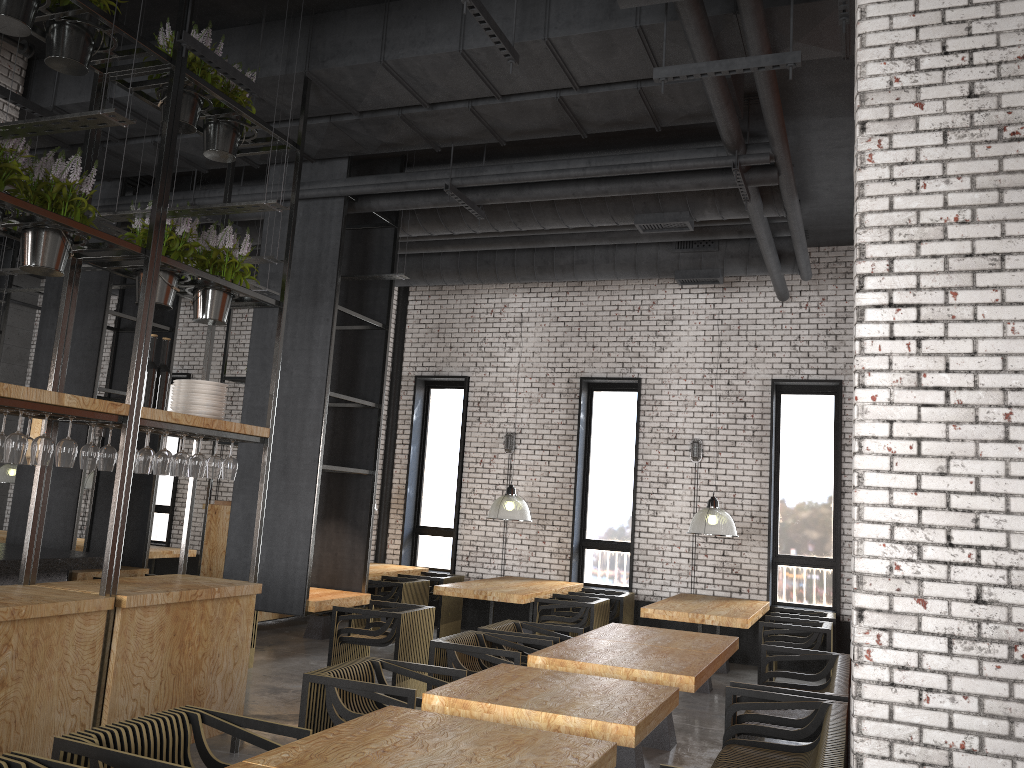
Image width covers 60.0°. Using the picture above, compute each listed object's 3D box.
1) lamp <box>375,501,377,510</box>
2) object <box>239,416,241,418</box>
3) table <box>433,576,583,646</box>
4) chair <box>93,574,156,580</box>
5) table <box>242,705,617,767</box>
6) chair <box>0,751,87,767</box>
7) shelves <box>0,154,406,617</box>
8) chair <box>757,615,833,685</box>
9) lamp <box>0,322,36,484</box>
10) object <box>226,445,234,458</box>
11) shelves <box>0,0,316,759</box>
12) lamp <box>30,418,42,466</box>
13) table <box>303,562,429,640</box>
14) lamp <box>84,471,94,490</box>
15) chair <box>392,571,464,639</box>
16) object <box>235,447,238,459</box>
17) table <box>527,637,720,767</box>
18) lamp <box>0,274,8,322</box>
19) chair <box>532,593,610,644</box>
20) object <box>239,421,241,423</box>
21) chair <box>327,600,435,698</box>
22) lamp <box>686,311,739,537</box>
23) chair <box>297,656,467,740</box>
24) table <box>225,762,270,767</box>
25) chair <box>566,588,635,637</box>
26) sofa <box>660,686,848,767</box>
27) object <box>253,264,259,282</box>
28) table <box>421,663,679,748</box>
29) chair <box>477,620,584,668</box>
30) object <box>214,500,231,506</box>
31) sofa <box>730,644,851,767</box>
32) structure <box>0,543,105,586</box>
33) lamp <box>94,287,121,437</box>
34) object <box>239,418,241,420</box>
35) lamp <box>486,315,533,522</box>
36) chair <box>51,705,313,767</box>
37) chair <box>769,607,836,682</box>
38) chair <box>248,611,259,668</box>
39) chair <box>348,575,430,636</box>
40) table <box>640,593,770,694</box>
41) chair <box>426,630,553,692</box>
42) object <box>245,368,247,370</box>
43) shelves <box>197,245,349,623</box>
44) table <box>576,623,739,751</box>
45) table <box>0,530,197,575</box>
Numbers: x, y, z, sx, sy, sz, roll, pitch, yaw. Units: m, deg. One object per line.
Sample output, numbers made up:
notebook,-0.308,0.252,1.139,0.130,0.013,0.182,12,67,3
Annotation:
lamp,-1.840,0.338,11.053,0.536,2.413,0.536,9,-10,-32
object,-3.032,0.410,10.410,0.334,0.039,0.334,4,-8,-5
table,0.003,2.654,10.011,1.000,0.765,2.110,1,-9,21
chair,-3.515,2.211,8.386,0.638,0.732,0.655,0,-9,23
table,-0.261,1.690,3.111,1.000,0.766,0.993,1,-9,21
chair,-1.506,1.537,2.484,0.638,0.732,0.655,0,-9,22
shelves,-4.173,-0.223,9.119,6.147,4.380,1.000,1,-9,21
chair,2.696,2.634,8.414,0.638,0.732,0.655,1,-9,21
lamp,-7.180,0.249,13.029,0.536,2.413,0.535,8,-10,-26
object,-3.251,0.846,10.218,0.101,0.268,0.101,9,-10,-31
shelves,-2.459,-0.446,4.364,0.690,5.034,3.648,0,-9,21
lamp,-3.452,-0.123,6.680,0.127,1.551,0.127,0,-10,21
table,-1.964,2.627,10.782,1.000,0.765,2.110,1,-9,21
lamp,-5.573,0.271,12.400,0.536,2.413,0.536,9,-10,-32
chair,-1.034,2.736,10.989,0.638,0.732,0.655,1,-9,20
object,-3.202,0.867,10.345,0.101,0.268,0.101,9,-10,-31
table,0.715,2.092,5.562,1.000,0.766,0.993,1,-9,21
lamp,-4.053,-0.207,6.930,0.127,1.399,0.127,0,-10,21
chair,0.614,2.605,9.230,0.638,0.732,0.655,1,-9,20
object,-3.036,0.468,10.401,0.334,0.041,0.334,5,-8,-9
chair,-1.101,2.249,7.472,0.638,0.732,0.655,1,-9,20
lamp,2.180,0.393,9.478,0.536,2.413,0.536,9,-10,-32
chair,-0.680,1.892,4.663,0.638,0.732,0.655,1,-9,20
table,-0.621,1.539,2.190,1.000,0.766,0.993,1,-9,21
chair,1.015,2.762,10.175,0.638,0.732,0.655,1,-9,19
sofa,1.146,1.918,3.958,0.640,0.732,1.800,1,-9,21
object,-2.922,-1.193,10.778,0.416,0.560,0.466,4,-8,-4
table,0.206,1.886,4.308,1.000,0.766,0.993,1,-9,21
chair,0.130,2.231,6.737,0.638,0.732,0.655,1,-9,21
object,-3.145,1.392,10.274,0.411,0.050,0.410,1,-8,21
sofa,1.850,2.213,5.759,0.640,0.732,1.800,1,-9,21
structure,-6.390,1.251,5.586,5.876,1.538,4.297,1,-9,21
lamp,-4.137,-0.253,9.134,0.108,1.604,0.108,7,-10,-21
object,-3.033,0.429,10.406,0.335,0.039,0.334,4,-8,-3
lamp,0.046,0.364,10.314,0.536,2.413,0.536,9,-10,-32
chair,-1.223,1.661,3.246,0.638,0.732,0.655,0,-9,24
chair,3.078,2.790,9.366,0.638,0.732,0.655,1,-9,20
chair,-2.796,2.221,8.104,0.638,0.732,0.655,0,-9,24
chair,-1.389,2.579,10.025,0.638,0.732,0.655,0,-9,22
table,2.051,2.682,9.209,1.000,0.765,2.110,1,-9,21
chair,-0.149,2.109,5.984,0.638,0.732,0.655,0,-9,22
object,-2.953,-0.085,10.598,0.467,0.561,0.415,6,-9,-13
shelves,-2.737,0.475,11.215,0.690,5.034,2.325,0,-9,21
table,1.075,2.242,6.483,1.000,0.766,0.993,1,-9,21
table,-6.418,2.534,12.291,4.135,0.766,0.997,1,-9,21
